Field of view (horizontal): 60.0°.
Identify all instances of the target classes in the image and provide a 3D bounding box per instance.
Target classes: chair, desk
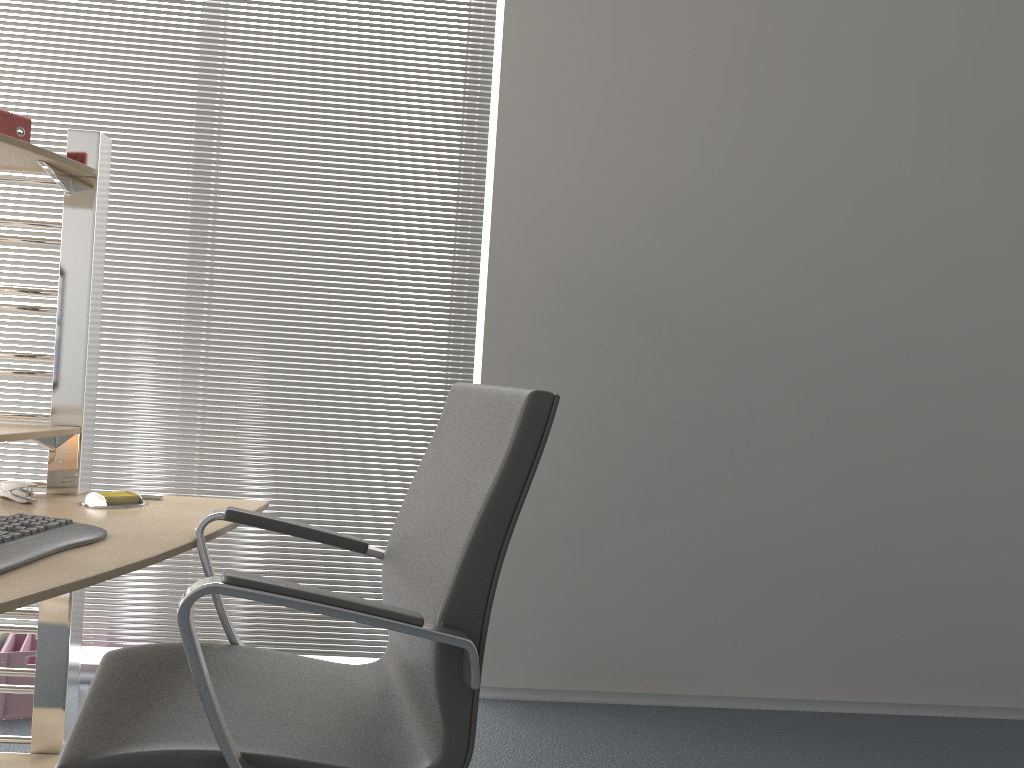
[{"bbox_3d":[-0.343,0.508,1.440,0.652,1.048,0.584,4,0,-18],"label":"chair"},{"bbox_3d":[-1.009,0.207,1.363,0.967,1.566,1.469,4,0,-4],"label":"desk"}]

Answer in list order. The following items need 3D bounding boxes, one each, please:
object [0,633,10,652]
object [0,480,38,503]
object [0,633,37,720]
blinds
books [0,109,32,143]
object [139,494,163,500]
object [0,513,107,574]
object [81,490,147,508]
[{"bbox_3d":[-1.641,0.852,2.620,0.185,0.202,0.245,4,0,-4],"label":"object"},{"bbox_3d":[-1.064,0.229,1.911,0.134,0.042,0.022,4,0,38],"label":"object"},{"bbox_3d":[-1.418,0.866,2.662,0.185,0.202,0.245,3,0,-22],"label":"object"},{"bbox_3d":[-1.076,-0.500,2.954,1.950,2.770,0.022,4,0,-4],"label":"blinds"},{"bbox_3d":[-1.207,-0.538,1.795,0.262,0.072,0.320,4,0,28],"label":"books"},{"bbox_3d":[-0.879,0.255,2.025,0.158,0.011,0.011,4,0,-7],"label":"object"},{"bbox_3d":[-1.134,0.261,1.408,0.814,0.082,0.478,4,0,4],"label":"object"},{"bbox_3d":[-0.870,0.249,1.942,0.132,0.026,0.132,4,0,-4],"label":"object"}]
